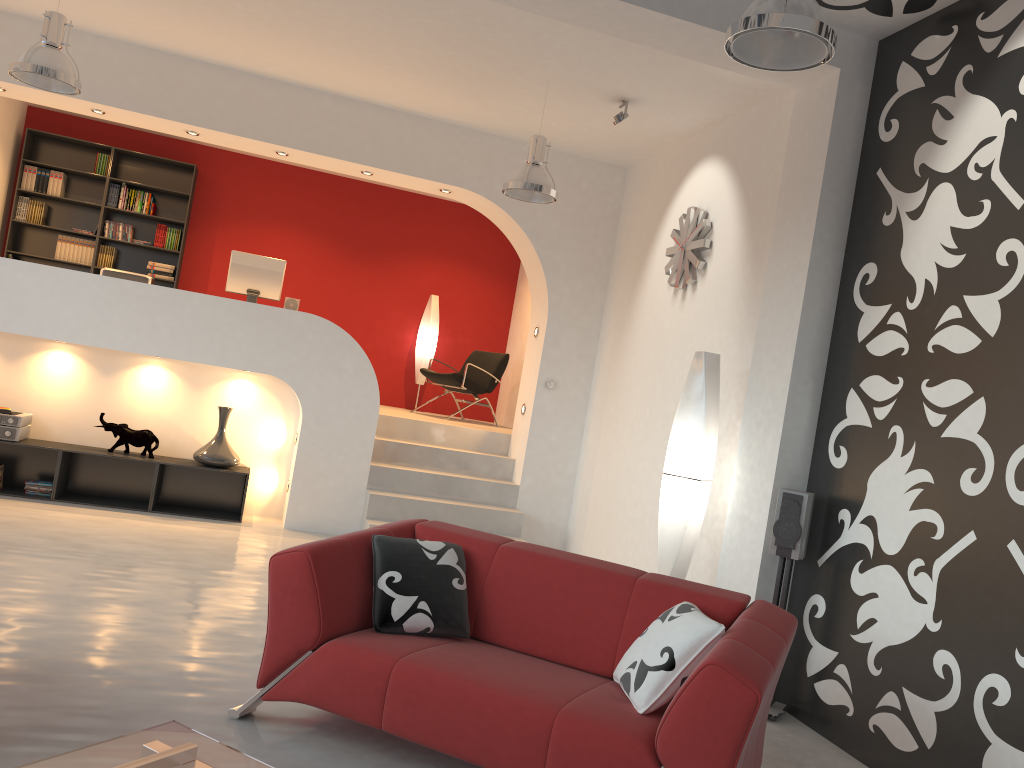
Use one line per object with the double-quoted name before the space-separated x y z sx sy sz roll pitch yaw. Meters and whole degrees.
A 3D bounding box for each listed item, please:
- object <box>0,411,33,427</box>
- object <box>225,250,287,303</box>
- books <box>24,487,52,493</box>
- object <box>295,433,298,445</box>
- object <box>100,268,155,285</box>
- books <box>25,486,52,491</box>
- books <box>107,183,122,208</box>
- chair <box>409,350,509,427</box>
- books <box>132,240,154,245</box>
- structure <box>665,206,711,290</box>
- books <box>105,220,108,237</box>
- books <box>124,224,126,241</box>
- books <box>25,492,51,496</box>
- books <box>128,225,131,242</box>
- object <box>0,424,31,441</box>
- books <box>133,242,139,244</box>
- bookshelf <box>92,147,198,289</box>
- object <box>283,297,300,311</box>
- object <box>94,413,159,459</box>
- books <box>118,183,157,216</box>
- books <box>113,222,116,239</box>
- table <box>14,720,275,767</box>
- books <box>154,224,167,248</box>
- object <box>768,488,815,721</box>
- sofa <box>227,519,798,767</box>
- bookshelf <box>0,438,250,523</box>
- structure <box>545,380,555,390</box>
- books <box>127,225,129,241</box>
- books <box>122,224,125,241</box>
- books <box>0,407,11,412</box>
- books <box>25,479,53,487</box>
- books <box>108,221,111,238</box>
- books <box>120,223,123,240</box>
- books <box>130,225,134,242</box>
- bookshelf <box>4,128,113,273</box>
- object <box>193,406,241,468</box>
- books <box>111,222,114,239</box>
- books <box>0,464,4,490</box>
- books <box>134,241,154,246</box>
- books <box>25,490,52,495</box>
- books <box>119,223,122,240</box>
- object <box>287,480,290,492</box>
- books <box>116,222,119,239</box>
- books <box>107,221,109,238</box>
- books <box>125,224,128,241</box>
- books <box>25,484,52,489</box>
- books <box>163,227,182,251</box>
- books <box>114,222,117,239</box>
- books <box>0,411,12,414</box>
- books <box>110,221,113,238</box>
"object" -3.919 0.244 6.735 0.430 0.077 0.349 10 -1 -16
"object" -2.206 -0.879 7.618 0.458 0.452 0.230 10 -1 -16
"books" -3.623 0.806 6.810 0.190 0.015 0.135 10 -1 -11
"object" -1.807 0.458 7.423 0.011 0.105 0.105 10 -1 -16
"object" -3.209 -0.820 7.417 0.397 0.217 0.458 10 -1 -16
"books" -3.615 0.792 6.812 0.190 0.015 0.135 10 -1 -16
"books" -4.185 -1.961 9.338 0.090 0.256 0.181 10 -1 -16
"chair" -0.549 -0.009 9.537 0.768 0.795 0.664 10 -1 -41
"books" -3.924 -1.504 9.436 0.190 0.015 0.135 10 -1 -11
"structure" 1.244 -0.972 6.341 0.090 0.596 0.596 10 -1 -16
"books" -4.259 -1.619 9.336 0.031 0.190 0.135 10 -1 -16
"books" -4.088 -1.590 9.386 0.031 0.190 0.135 10 -1 -16
"books" -3.625 0.836 6.811 0.190 0.015 0.135 10 -1 -21
"books" -4.045 -1.583 9.399 0.031 0.190 0.135 10 -1 -16
"object" -3.933 0.341 6.726 0.430 0.100 0.365 10 -1 -16
"books" -3.925 -1.473 9.437 0.190 0.015 0.135 10 -1 -21
"bookshelf" -3.945 -1.294 9.382 0.816 2.213 0.305 10 -1 -16
"object" -1.933 -0.677 7.755 0.133 0.147 0.151 10 -1 -33
"object" -3.040 0.405 7.012 0.507 0.296 0.191 9 -1 0
"books" -3.952 -1.937 9.382 0.341 0.286 0.231 10 -1 -16
"books" -4.188 -1.607 9.357 0.031 0.190 0.135 10 -1 -16
"table" -0.730 1.112 1.724 1.162 0.286 1.097 9 -1 29
"books" -3.751 -1.566 9.475 0.090 0.256 0.181 10 -1 -16
"object" 1.334 1.083 4.418 0.214 1.112 0.229 9 -1 29
"sofa" 0.044 1.042 3.295 1.929 0.738 0.951 9 -1 24
"bookshelf" -3.484 0.680 6.869 2.764 0.397 0.405 10 -1 -16
"structure" 0.332 0.007 7.682 0.080 0.080 0.016 10 -1 -16
"books" -4.060 -1.585 9.395 0.031 0.190 0.135 10 -1 -16
"books" -4.102 -1.592 9.382 0.031 0.190 0.135 10 -1 -16
"books" -3.875 0.189 6.722 0.135 0.015 0.190 10 -1 -31
"books" -3.623 0.760 6.808 0.190 0.015 0.135 10 -1 -21
"books" -4.230 -1.614 9.345 0.031 0.190 0.135 10 -1 -16
"books" -4.117 -1.595 9.378 0.031 0.190 0.135 10 -1 -16
"books" -4.031 -1.580 9.403 0.031 0.190 0.135 10 -1 -16
"bookshelf" -4.718 -1.426 9.157 0.816 2.213 0.305 10 -1 -16
"object" -2.360 0.426 7.182 0.369 0.481 0.369 9 -1 39
"books" -4.202 -1.610 9.353 0.031 0.190 0.135 10 -1 -16
"books" -3.864 0.705 6.686 0.031 0.190 0.135 10 -1 -16
"books" -3.917 -1.487 9.439 0.190 0.015 0.135 10 -1 -16
"books" -3.616 0.822 6.813 0.190 0.015 0.135 10 -1 -16
"books" -4.131 -1.597 9.374 0.031 0.190 0.135 10 -1 -16
"object" -1.873 0.853 7.417 0.011 0.105 0.105 10 -1 -16
"books" -4.159 -1.602 9.365 0.031 0.190 0.135 10 -1 -16
"books" -4.245 -1.617 9.341 0.031 0.190 0.135 10 -1 -16
"books" -4.074 -1.588 9.390 0.031 0.190 0.135 10 -1 -16
"books" -3.615 0.777 6.804 0.190 0.015 0.135 10 -1 -16
"books" -3.638 -1.539 9.508 0.146 0.240 0.170 10 -1 -16
"books" -4.173 -1.605 9.361 0.031 0.190 0.135 10 -1 -16
"books" -3.872 0.205 6.714 0.135 0.015 0.190 10 -1 -36
"books" -4.216 -1.612 9.349 0.031 0.190 0.135 10 -1 -16
